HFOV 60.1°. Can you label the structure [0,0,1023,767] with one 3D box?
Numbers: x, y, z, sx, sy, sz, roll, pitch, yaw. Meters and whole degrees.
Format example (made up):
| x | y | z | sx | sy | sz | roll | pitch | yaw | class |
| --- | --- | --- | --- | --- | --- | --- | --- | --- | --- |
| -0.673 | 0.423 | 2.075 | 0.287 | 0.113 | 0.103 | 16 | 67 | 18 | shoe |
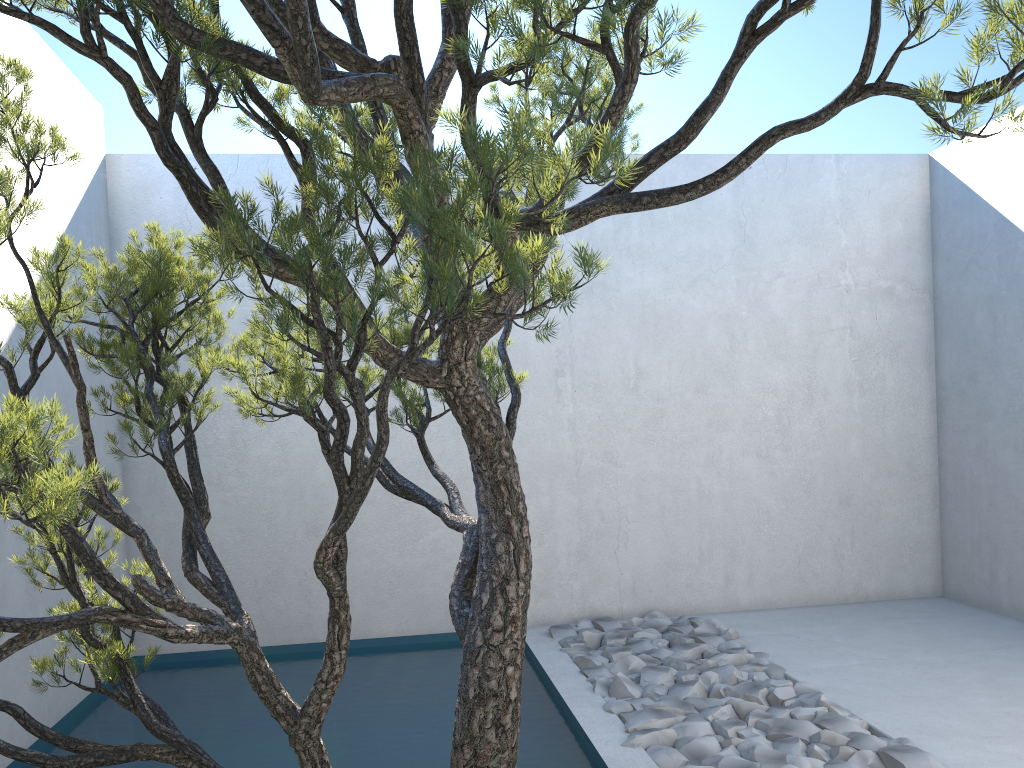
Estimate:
| x | y | z | sx | sy | sz | roll | pitch | yaw | class |
| --- | --- | --- | --- | --- | --- | --- | --- | --- | --- |
| -0.413 | -0.190 | 1.994 | 2.584 | 3.472 | 2.521 | -2 | 0 | -15 | structure |
